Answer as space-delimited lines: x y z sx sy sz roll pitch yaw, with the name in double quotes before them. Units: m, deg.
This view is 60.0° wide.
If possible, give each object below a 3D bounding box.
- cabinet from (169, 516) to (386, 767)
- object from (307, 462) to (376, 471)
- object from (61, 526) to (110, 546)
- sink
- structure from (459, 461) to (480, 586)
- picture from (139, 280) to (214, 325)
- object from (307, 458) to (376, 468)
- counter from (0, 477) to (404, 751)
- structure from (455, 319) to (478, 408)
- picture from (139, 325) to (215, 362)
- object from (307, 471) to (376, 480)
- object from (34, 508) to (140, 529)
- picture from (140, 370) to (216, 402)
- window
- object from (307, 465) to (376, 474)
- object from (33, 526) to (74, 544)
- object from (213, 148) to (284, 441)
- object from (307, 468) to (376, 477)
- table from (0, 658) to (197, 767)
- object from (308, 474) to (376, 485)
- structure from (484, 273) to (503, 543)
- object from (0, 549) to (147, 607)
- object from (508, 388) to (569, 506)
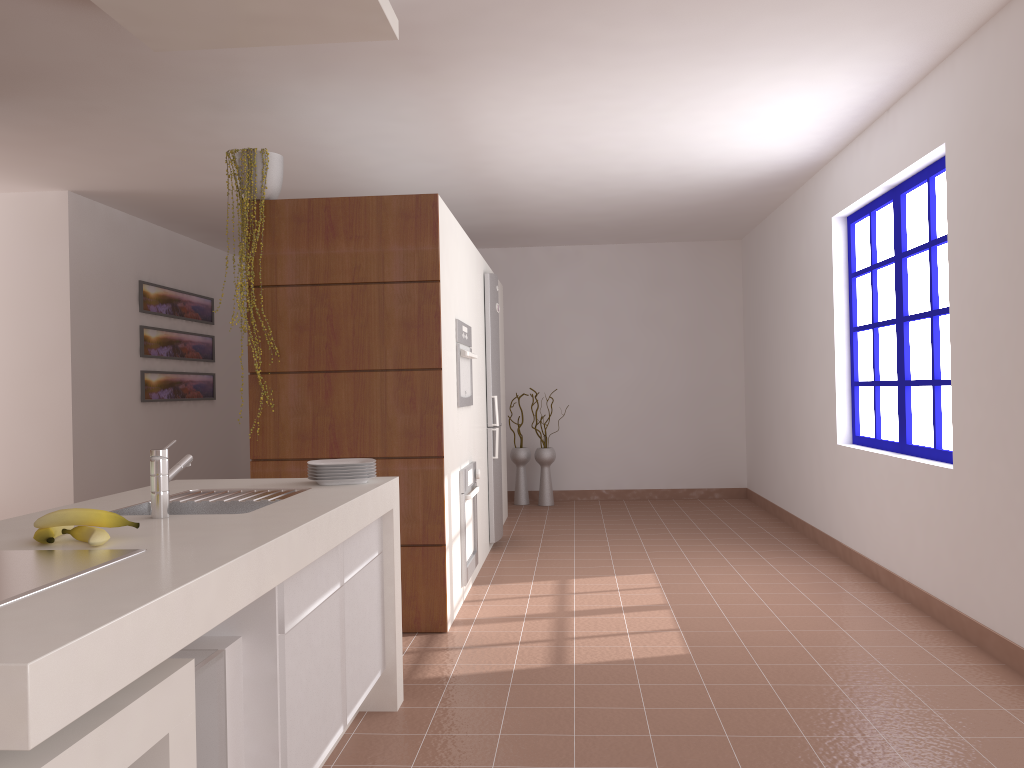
"cabinet" -0.879 0.784 2.062 0.737 0.700 2.048 -1 0 4
"object" -0.575 0.282 2.998 0.228 0.020 0.228 -1 0 -14
"object" -0.885 0.316 1.859 0.060 0.033 0.207 -1 0 -41
"sink" -0.862 0.331 2.541 0.404 0.368 0.668 -1 0 4
"structure" -0.222 0.743 4.842 0.058 0.592 0.596 -1 0 4
"picture" -2.840 -0.679 7.585 0.015 0.248 1.408 -1 0 4
"object" -0.575 0.271 2.998 0.228 0.020 0.228 -1 0 -14
"counter" -0.880 0.735 2.119 0.821 0.800 2.156 -1 0 4
"structure" -0.235 -0.106 4.844 0.056 0.454 0.614 -1 0 4
"picture" -2.832 -0.329 7.583 0.015 0.248 1.408 -1 0 4
"object" -0.574 0.312 2.998 0.228 0.020 0.228 -1 0 -14
"object" -0.903 0.289 1.883 0.207 0.055 0.047 -1 0 -19
"picture" -2.825 0.021 7.581 0.015 0.248 1.408 -1 0 4
"window" 2.084 -0.341 4.735 0.035 1.430 1.699 -1 0 4
"object" -0.575 0.292 2.998 0.228 0.020 0.228 -1 0 -14
"object" -0.987 0.319 1.893 0.060 0.033 0.207 -1 0 -16
"object" -1.201 -0.411 4.126 0.297 1.344 0.279 -1 0 -37
"object" -0.575 0.302 2.998 0.228 0.020 0.228 -1 0 -14
"table" -0.948 0.807 1.067 0.737 0.647 1.003 -1 0 4
"object" -0.574 0.322 2.997 0.228 0.020 0.228 -1 0 -14
"structure" -0.116 0.157 6.320 0.089 1.862 0.604 -1 0 4
"object" -0.984 0.331 1.492 0.493 0.006 0.551 -1 0 4
"object" 0.277 0.589 8.360 0.655 1.112 0.284 -1 0 23
